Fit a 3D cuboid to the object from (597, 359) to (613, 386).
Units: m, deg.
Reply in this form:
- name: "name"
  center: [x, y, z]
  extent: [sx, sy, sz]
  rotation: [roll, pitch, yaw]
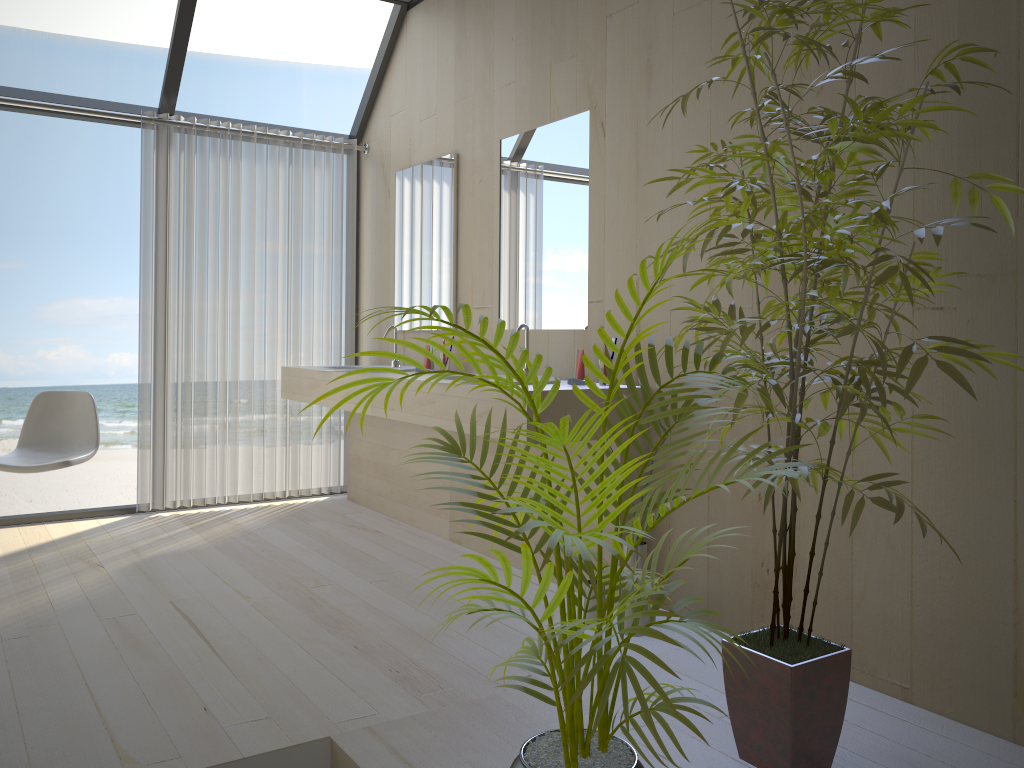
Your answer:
- name: "object"
  center: [0.341, -0.041, 3.237]
  extent: [0.058, 0.100, 0.058]
  rotation: [0, 1, -23]

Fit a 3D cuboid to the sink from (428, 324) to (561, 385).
- name: "sink"
  center: [-0.073, -0.030, 3.480]
  extent: [0.504, 0.419, 0.574]
  rotation: [0, 2, -30]

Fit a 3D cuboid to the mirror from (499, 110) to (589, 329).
- name: "mirror"
  center: [0.134, -0.663, 3.759]
  extent: [0.023, 0.868, 0.654]
  rotation: [1, 1, -33]

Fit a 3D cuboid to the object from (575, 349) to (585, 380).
- name: "object"
  center: [0.253, -0.062, 3.285]
  extent: [0.039, 0.135, 0.039]
  rotation: [0, 0, 8]

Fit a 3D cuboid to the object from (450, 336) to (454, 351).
- name: "object"
  center: [-0.305, -0.142, 4.247]
  extent: [0.054, 0.175, 0.012]
  rotation: [1, 0, -8]

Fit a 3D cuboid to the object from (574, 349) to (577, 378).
- name: "object"
  center: [0.258, -0.068, 3.399]
  extent: [0.039, 0.135, 0.039]
  rotation: [0, 0, 8]

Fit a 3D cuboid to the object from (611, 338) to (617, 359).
- name: "object"
  center: [0.357, -0.082, 3.239]
  extent: [0.054, 0.175, 0.012]
  rotation: [1, 0, -8]

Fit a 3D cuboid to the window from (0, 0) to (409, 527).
- name: "window"
  center: [-2.678, -0.688, 3.845]
  extent: [4.560, 2.814, 0.745]
  rotation: [-1, 1, -33]

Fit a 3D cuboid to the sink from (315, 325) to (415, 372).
- name: "sink"
  center: [-0.735, -0.090, 4.488]
  extent: [0.504, 0.419, 0.574]
  rotation: [0, 2, -30]

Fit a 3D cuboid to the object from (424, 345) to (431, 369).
- name: "object"
  center: [-0.410, -0.122, 4.293]
  extent: [0.039, 0.135, 0.039]
  rotation: [0, 0, 15]

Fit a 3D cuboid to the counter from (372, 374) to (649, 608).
- name: "counter"
  center: [-0.056, 0.382, 3.532]
  extent: [0.550, 0.790, 1.206]
  rotation: [0, 2, -33]

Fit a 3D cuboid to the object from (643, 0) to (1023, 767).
- name: "object"
  center: [0.681, -0.021, 2.015]
  extent: [0.787, 1.757, 0.936]
  rotation: [0, 0, -8]

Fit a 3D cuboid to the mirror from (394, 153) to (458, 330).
- name: "mirror"
  center: [-0.458, -0.714, 4.610]
  extent: [0.023, 0.868, 0.654]
  rotation: [1, 1, -33]

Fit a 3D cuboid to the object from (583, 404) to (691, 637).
- name: "object"
  center: [0.446, 0.433, 2.978]
  extent: [0.274, 0.749, 0.407]
  rotation: [1, 0, 45]

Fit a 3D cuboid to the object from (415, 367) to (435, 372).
- name: "object"
  center: [-0.410, -0.068, 4.212]
  extent: [0.104, 0.029, 0.032]
  rotation: [1, 2, 7]

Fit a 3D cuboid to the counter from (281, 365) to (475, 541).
- name: "counter"
  center: [-0.718, 0.322, 4.540]
  extent: [0.550, 0.790, 1.206]
  rotation: [0, 2, -33]

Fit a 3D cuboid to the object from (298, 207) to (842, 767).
- name: "object"
  center: [0.076, 0.284, 1.567]
  extent: [0.916, 1.157, 0.751]
  rotation: [1, 1, 0]

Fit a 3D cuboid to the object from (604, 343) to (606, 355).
- name: "object"
  center: [0.339, -0.082, 3.207]
  extent: [0.012, 0.178, 0.050]
  rotation: [0, 0, 6]

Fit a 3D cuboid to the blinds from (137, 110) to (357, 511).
- name: "blinds"
  center: [-1.435, -0.391, 4.893]
  extent: [1.182, 2.071, 0.084]
  rotation: [0, 0, -33]

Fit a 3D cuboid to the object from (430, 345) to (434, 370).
- name: "object"
  center: [-0.405, -0.128, 4.407]
  extent: [0.039, 0.135, 0.039]
  rotation: [0, 0, 15]

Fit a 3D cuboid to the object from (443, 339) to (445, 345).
- name: "object"
  center: [-0.324, -0.142, 4.215]
  extent: [0.012, 0.178, 0.050]
  rotation: [0, 0, 6]

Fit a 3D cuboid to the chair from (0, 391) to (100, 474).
- name: "chair"
  center: [-2.114, 0.216, 4.028]
  extent: [0.369, 0.347, 0.455]
  rotation: [0, 2, -5]

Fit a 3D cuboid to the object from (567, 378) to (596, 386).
- name: "object"
  center: [0.253, -0.008, 3.204]
  extent: [0.104, 0.029, 0.032]
  rotation: [1, 2, 7]

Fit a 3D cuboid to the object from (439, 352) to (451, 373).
- name: "object"
  center: [-0.321, -0.101, 4.245]
  extent: [0.058, 0.100, 0.058]
  rotation: [0, 1, -27]
